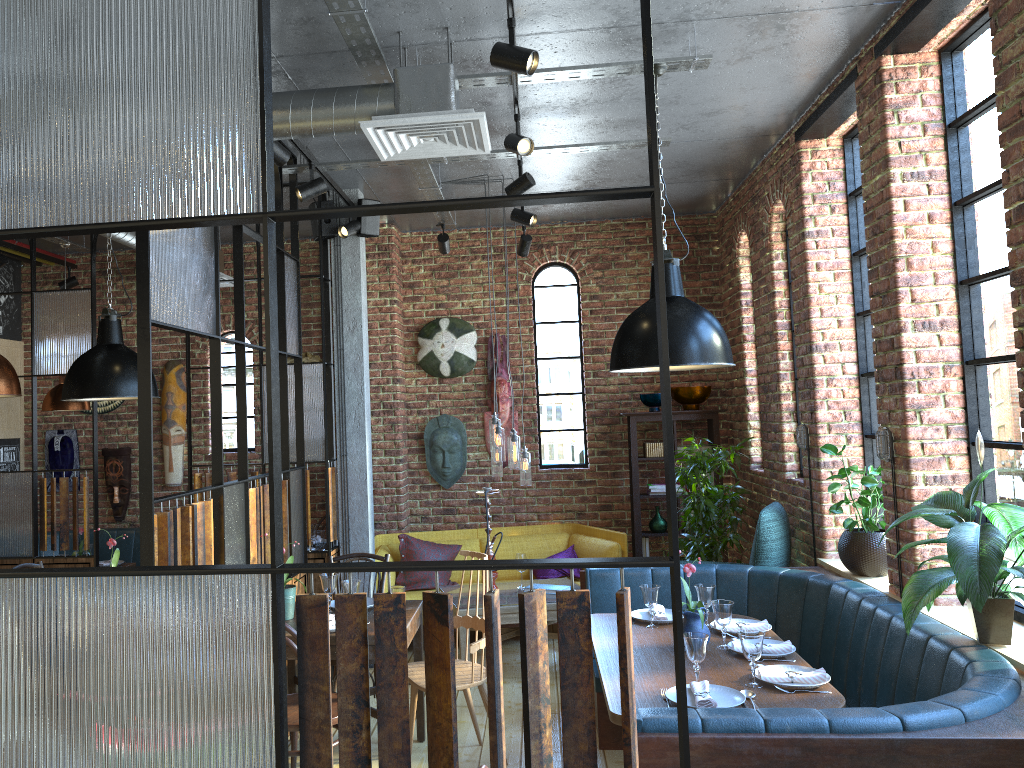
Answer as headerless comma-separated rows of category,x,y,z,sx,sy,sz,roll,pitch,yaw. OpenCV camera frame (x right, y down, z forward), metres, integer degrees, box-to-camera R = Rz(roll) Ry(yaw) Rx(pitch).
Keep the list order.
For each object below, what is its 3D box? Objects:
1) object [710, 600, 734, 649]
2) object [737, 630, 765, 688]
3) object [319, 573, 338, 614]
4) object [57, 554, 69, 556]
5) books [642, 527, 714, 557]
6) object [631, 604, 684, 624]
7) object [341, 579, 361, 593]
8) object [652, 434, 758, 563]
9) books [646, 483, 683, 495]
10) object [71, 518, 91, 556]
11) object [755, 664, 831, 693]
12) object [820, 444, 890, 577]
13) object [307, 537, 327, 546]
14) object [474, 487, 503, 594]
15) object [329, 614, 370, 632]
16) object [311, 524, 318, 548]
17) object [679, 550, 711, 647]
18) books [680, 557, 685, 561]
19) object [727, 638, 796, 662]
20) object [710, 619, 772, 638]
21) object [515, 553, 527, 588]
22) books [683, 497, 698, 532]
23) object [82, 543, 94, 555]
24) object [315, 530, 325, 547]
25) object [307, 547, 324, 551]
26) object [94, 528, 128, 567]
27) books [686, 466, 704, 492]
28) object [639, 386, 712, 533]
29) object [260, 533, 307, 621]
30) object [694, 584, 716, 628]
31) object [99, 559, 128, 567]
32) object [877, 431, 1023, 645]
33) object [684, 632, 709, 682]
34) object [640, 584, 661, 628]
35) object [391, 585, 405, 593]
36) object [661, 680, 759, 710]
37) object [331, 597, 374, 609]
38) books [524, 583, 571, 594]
object,0.908,1.034,3.783,0.102,0.192,0.094,-5,-4,33
object,0.889,1.016,3.254,0.102,0.192,0.094,-5,-4,33
object,-0.925,1.061,4.460,0.095,0.192,0.101,-1,-4,-21
object,-3.533,1.405,6.934,0.081,0.120,0.087,-1,-3,-27
books,1.328,1.201,7.073,0.592,0.576,0.188,-3,-3,5
object,0.698,1.131,4.335,0.330,0.051,0.265,-2,-2,8
object,-0.774,1.048,4.252,0.094,0.192,0.103,0,-4,-39
object,1.382,1.094,6.209,0.708,1.531,0.879,-1,-3,-18
books,1.231,0.848,7.099,0.272,0.080,0.176,-2,-2,5
object,-3.234,1.228,6.614,0.143,0.427,0.206,-1,-3,-18
object,1.041,1.083,3.300,0.273,0.051,0.320,-2,-2,7
object,1.791,0.628,4.445,0.401,0.664,0.491,-4,-3,27
object,-1.595,1.243,6.969,0.330,0.051,0.265,-2,-2,8
object,-0.147,1.041,5.809,0.168,0.705,0.261,-2,-3,-6
object,-0.842,1.117,4.128,0.330,0.051,0.265,-2,-2,8
object,-1.506,1.157,6.642,0.102,0.192,0.095,-4,-4,24
object,0.774,0.920,3.789,0.141,0.432,0.210,-4,-4,22
books,1.323,1.442,7.034,0.307,0.088,0.241,-2,-2,7
object,1.043,1.097,3.700,0.273,0.051,0.320,-2,-2,7
object,1.052,1.109,4.067,0.273,0.051,0.320,-2,-2,7
object,0.065,1.278,6.038,0.095,0.229,0.086,-6,-5,42
books,1.435,1.045,7.071,0.086,0.273,0.171,-3,-3,3
object,-3.351,1.363,6.959,0.096,0.192,0.100,-1,-3,-16
object,-1.487,1.198,6.811,0.088,0.120,0.080,-5,-4,35
object,-1.560,1.225,6.505,0.330,0.051,0.265,-2,-2,8
object,-2.201,1.006,4.886,0.141,0.432,0.210,-4,-4,22
books,1.466,0.750,7.095,0.125,0.258,0.161,-3,-3,3
object,1.335,0.907,7.069,0.610,1.764,0.326,-2,-4,0
object,-1.134,0.949,4.387,0.145,0.427,0.198,-5,-4,38
object,0.914,1.046,4.149,0.102,0.192,0.094,-5,-4,33
object,-3.269,1.434,7.069,0.330,0.051,0.265,-2,-2,8
object,1.669,0.539,3.207,0.612,0.753,0.727,-3,-3,3
object,0.681,1.024,3.251,0.102,0.192,0.094,-5,-4,33
object,0.661,1.057,4.188,0.102,0.192,0.094,-5,-4,33
object,-0.577,1.082,4.435,0.084,0.120,0.085,-2,-3,-6
object,0.694,1.089,3.084,0.330,0.051,0.265,-2,-2,8
object,-0.842,1.132,4.572,0.330,0.051,0.265,-2,-2,8
books,0.235,1.367,5.877,0.284,0.028,0.154,-3,-2,29
